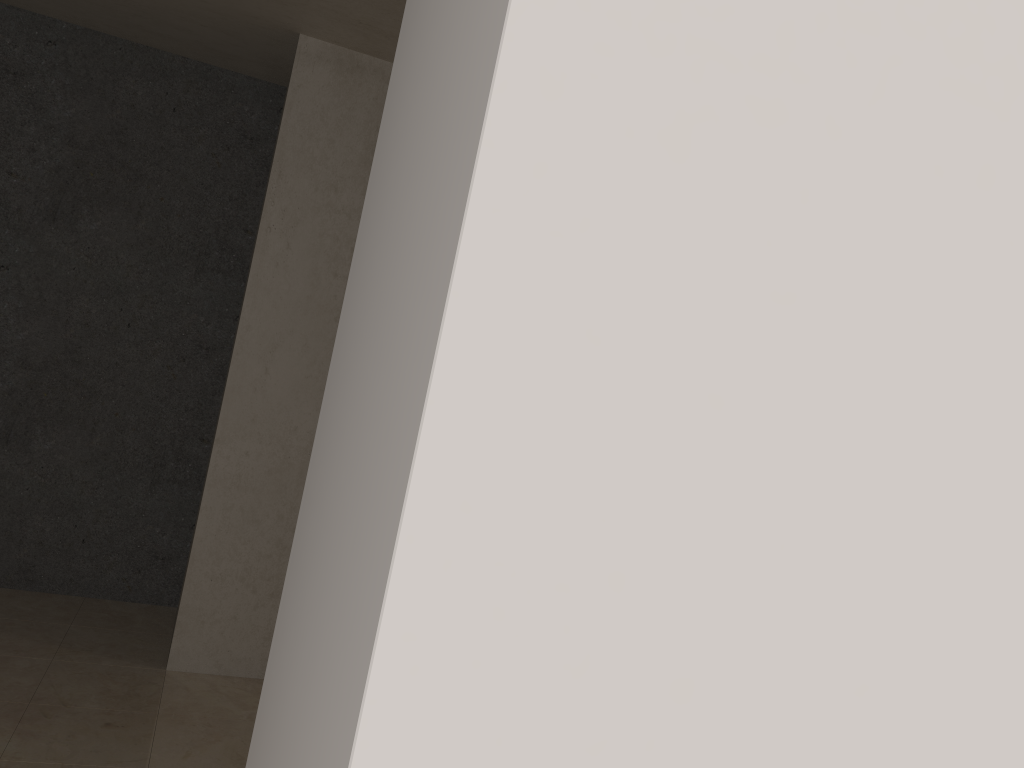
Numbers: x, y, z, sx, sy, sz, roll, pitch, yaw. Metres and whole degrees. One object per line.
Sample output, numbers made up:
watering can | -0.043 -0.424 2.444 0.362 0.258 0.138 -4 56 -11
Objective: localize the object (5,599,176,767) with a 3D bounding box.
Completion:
object | 0.232 0.885 2.728 6.200 1.455 4.200 12 0 -18
